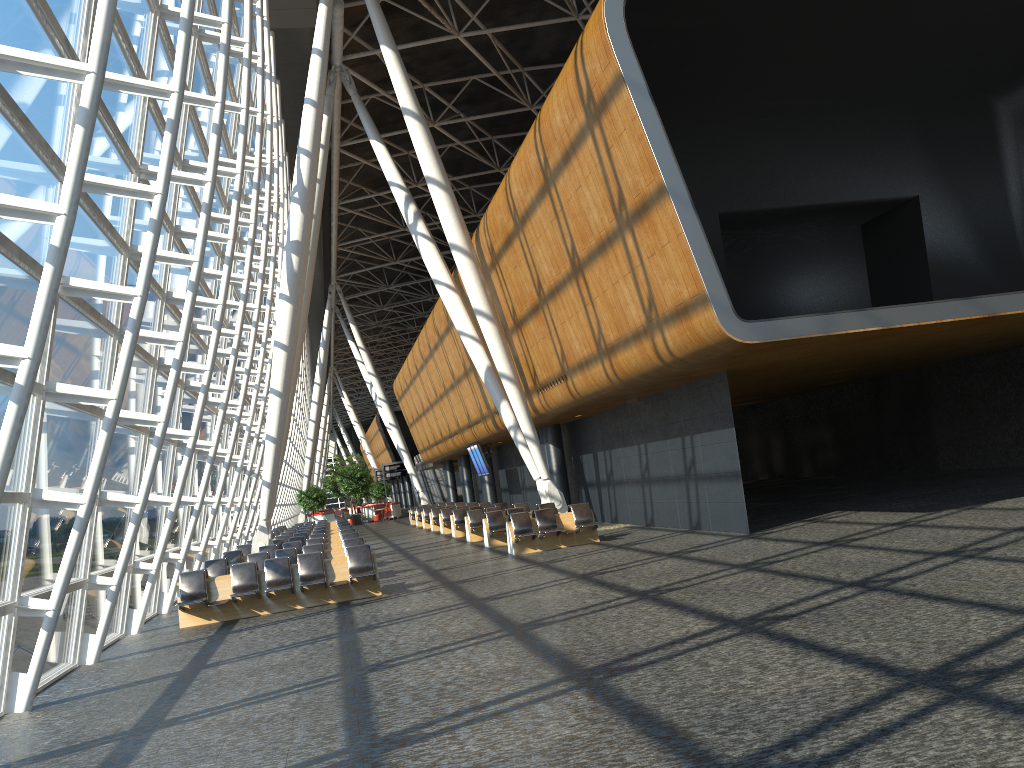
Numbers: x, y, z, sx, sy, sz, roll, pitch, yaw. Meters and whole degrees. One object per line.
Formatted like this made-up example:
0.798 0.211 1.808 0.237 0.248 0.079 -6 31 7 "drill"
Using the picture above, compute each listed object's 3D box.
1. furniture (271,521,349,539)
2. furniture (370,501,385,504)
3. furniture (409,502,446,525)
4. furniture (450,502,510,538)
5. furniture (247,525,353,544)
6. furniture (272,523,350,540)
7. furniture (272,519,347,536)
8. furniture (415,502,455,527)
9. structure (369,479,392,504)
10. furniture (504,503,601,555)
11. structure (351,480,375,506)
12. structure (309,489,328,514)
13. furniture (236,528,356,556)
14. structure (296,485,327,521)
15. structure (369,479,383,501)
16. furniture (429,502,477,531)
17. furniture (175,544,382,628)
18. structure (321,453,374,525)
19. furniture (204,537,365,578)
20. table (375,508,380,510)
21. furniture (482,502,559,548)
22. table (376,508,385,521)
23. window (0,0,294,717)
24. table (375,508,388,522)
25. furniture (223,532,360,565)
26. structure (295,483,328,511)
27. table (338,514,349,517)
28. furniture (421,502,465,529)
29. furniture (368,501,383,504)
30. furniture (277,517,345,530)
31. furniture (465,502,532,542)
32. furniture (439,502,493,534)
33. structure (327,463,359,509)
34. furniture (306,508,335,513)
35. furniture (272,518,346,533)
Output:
-7.540 5.703 32.470 3.241 0.868 1.671 -7 -5 -12 "furniture"
-13.798 12.539 89.999 1.891 0.868 1.671 -7 -5 -12 "furniture"
-4.008 6.251 42.645 1.891 0.868 1.671 -7 -5 -12 "furniture"
-0.972 4.301 27.959 1.891 0.868 1.671 -7 -5 -12 "furniture"
-6.326 4.923 26.596 3.241 0.868 1.671 -7 -5 -12 "furniture"
-6.933 5.313 29.533 3.241 0.868 1.671 -7 -5 -12 "furniture"
-8.147 6.093 35.407 3.241 0.868 1.671 -7 -5 -12 "furniture"
-3.401 5.861 39.708 1.891 0.868 1.671 -7 -5 -12 "furniture"
-9.581 8.347 64.565 1.794 2.777 1.722 -9 -2 35 "structure"
0.849 3.131 19.148 1.891 0.868 1.671 -7 -5 -12 "furniture"
-11.493 8.600 67.783 2.279 3.474 2.223 -8 -1 0 "structure"
-13.281 8.323 59.586 1.846 2.849 1.772 -9 -2 35 "structure"
-5.719 4.533 23.659 3.241 0.868 1.671 -7 -5 -12 "furniture"
-11.833 7.430 52.593 1.794 2.777 1.722 -9 -2 35 "structure"
-11.389 9.554 74.818 1.950 2.993 1.872 -9 -2 35 "structure"
-2.187 5.081 33.833 1.891 0.868 1.671 -7 -5 -12 "furniture"
-3.897 3.363 14.847 3.241 0.868 1.671 -7 -5 -12 "furniture"
-10.570 6.745 56.302 3.078 4.529 5.847 -8 -4 -20 "structure"
-4.504 3.753 17.784 3.241 0.868 1.671 -7 -5 -12 "furniture"
-9.064 8.619 58.060 0.799 0.749 0.801 -8 -3 4 "table"
0.242 3.521 22.085 1.891 0.868 1.671 -7 -5 -12 "furniture"
-8.172 8.260 55.808 0.799 0.749 0.801 -8 -3 4 "table"
-19.106 5.591 79.990 3.708 14.008 167.348 -8 -6 -13 "window"
-7.984 8.075 54.285 0.799 0.749 0.801 -8 -3 4 "table"
-5.111 4.143 20.721 3.241 0.868 1.671 -7 -5 -12 "furniture"
-12.521 7.725 55.416 1.905 2.966 1.880 -7 -2 -38 "structure"
-10.202 8.282 53.225 0.794 0.749 0.806 -6 -4 -41 "table"
-2.794 5.471 36.770 1.891 0.868 1.671 -7 -5 -12 "furniture"
-14.405 12.929 92.936 1.891 0.868 1.671 -7 -5 -12 "furniture"
-9.362 6.873 41.281 3.241 0.868 1.671 -7 -5 -12 "furniture"
-0.365 3.911 25.022 1.891 0.868 1.671 -7 -5 -12 "furniture"
-1.579 4.691 30.896 1.891 0.868 1.671 -7 -5 -12 "furniture"
-13.380 8.769 72.016 3.101 4.529 5.746 -8 -3 10 "structure"
-19.758 13.550 91.572 3.241 0.868 1.671 -7 -5 -12 "furniture"
-8.755 6.483 38.344 3.241 0.868 1.671 -7 -5 -12 "furniture"
